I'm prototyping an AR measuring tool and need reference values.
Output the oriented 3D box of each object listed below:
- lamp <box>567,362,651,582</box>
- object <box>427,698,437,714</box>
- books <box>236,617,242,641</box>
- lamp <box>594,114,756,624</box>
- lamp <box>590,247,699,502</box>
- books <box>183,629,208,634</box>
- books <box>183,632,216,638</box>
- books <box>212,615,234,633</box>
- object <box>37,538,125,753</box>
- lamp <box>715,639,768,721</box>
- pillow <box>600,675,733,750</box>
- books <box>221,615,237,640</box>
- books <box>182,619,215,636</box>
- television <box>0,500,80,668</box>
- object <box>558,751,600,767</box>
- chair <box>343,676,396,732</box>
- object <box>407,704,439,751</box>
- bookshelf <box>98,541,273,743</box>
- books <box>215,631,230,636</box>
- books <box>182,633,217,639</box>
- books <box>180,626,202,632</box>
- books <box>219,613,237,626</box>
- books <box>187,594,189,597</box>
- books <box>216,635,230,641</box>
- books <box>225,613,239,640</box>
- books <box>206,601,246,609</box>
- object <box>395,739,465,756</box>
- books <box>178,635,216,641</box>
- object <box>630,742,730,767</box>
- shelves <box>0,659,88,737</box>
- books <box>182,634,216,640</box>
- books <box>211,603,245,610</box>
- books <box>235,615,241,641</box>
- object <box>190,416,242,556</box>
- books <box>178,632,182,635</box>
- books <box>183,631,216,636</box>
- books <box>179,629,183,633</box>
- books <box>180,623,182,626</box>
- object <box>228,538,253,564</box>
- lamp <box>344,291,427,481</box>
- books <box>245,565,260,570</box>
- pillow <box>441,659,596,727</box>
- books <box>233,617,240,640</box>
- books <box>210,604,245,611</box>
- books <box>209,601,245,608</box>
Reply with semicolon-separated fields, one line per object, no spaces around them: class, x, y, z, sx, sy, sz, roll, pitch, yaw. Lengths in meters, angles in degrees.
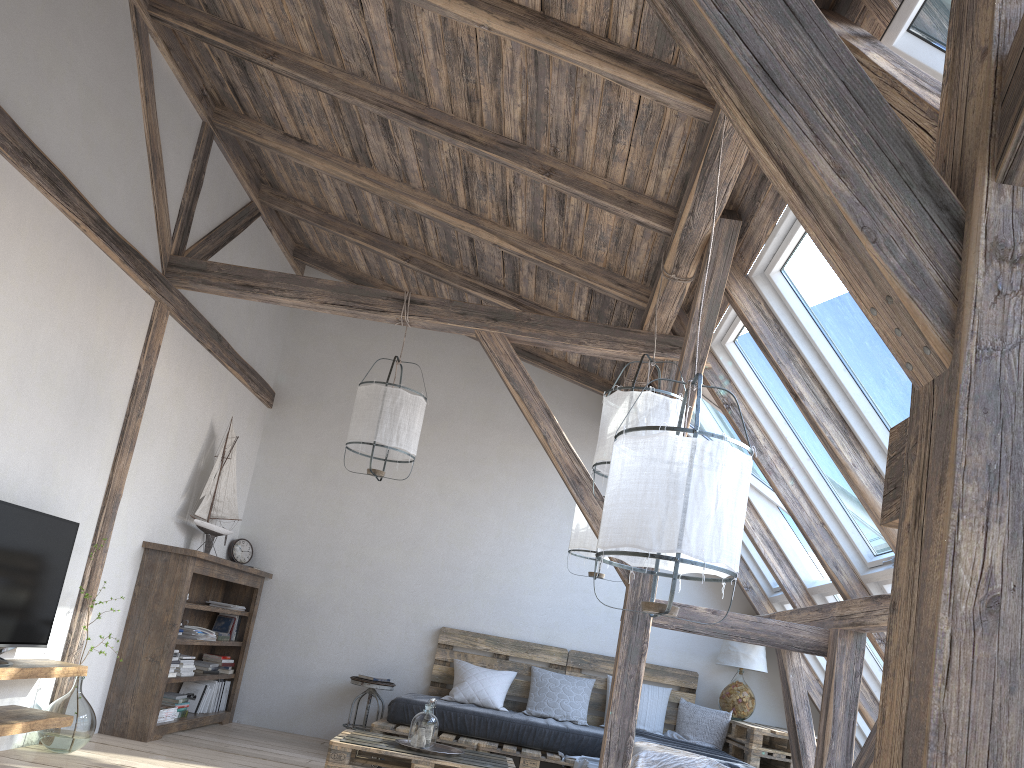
lamp;0.667;0.529;5.765;0.400;1.481;0.417;0;-15;44
object;-0.477;1.932;5.023;0.071;0.261;0.158;10;-12;4
books;-2.192;1.894;6.850;0.139;0.181;0.020;10;-10;3
lamp;0.578;-0.236;2.657;0.400;1.850;0.417;0;-15;44
lamp;0.657;-0.062;4.178;0.412;1.273;0.405;14;-11;-20
books;-2.192;1.687;6.021;0.204;0.008;0.266;7;-17;10
books;-2.188;1.704;6.015;0.204;0.008;0.266;4;-18;19
books;-2.197;1.846;6.671;0.131;0.168;0.084;10;-12;4
object;-2.261;1.400;4.761;0.276;1.093;0.525;12;-12;-9
lamp;1.596;2.607;6.739;0.391;1.253;0.839;12;-12;-10
pillow;1.146;2.454;6.575;0.964;0.389;0.398;5;-15;19
books;-2.193;1.855;6.703;0.139;0.172;0.060;10;-11;2
books;-2.161;1.689;6.074;0.223;0.086;0.266;15;-17;-16
television;-2.267;0.866;3.835;0.206;0.687;1.134;10;-15;4
object;0.592;2.573;5.674;0.508;0.270;0.724;13;-16;-11
chair;-1.092;2.479;6.607;0.353;0.508;0.363;9;-12;7
object;-0.482;1.893;4.859;0.158;0.241;0.157;17;-14;-27
bookshelf;-2.190;1.796;6.112;0.348;1.144;1.670;10;-15;4
books;-2.199;1.842;6.509;0.149;0.021;0.211;8;-17;7
books;-2.175;1.724;6.045;0.204;0.008;0.265;9;-17;5
books;-2.195;1.677;6.017;0.204;0.008;0.266;6;-17;14
books;-2.195;1.853;6.730;0.139;0.186;0.051;10;-11;2
books;-2.185;1.331;5.626;0.157;0.021;0.225;9;-17;4
books;-2.208;1.868;6.513;0.161;0.030;0.225;8;-17;6
books;-2.191;1.866;6.784;0.135;0.196;0.021;10;-10;3
books;-2.161;1.672;6.649;0.204;0.008;0.266;7;-17;10
object;-0.459;2.032;4.911;0.393;0.021;0.407;3;-18;22
books;-2.180;1.733;6.019;0.204;0.008;0.266;7;-17;11
object;0.859;2.307;4.920;0.809;0.462;1.039;1;-18;32
shelves;-2.324;1.424;3.743;0.330;0.438;1.649;9;-16;4
books;-2.179;1.728;6.029;0.204;0.008;0.266;8;-17;8
books;-2.154;1.692;6.682;0.205;0.008;0.264;12;-17;-5
books;-2.183;1.880;6.823;0.136;0.196;0.021;10;-10;3
object;-2.028;0.739;6.205;0.140;0.968;0.812;9;-13;9
books;-2.224;1.578;5.614;0.157;0.017;0.226;9;-17;3
books;-2.180;1.700;6.027;0.204;0.008;0.266;7;-17;10
books;-2.221;1.557;5.610;0.146;0.020;0.215;5;-18;18
books;-2.214;1.524;5.629;0.139;0.018;0.190;9;-17;3
object;-2.142;1.324;6.950;0.082;0.204;0.210;1;-16;38
lamp;-0.687;0.017;5.103;0.407;1.057;0.409;0;-15;44
books;-2.125;1.440;6.930;0.235;0.025;0.183;9;-17;3
pillow;0.060;2.280;6.594;1.128;0.347;0.360;9;-14;3
books;-2.193;1.879;6.802;0.139;0.181;0.020;10;-10;3
books;-2.155;1.696;6.666;0.205;0.008;0.265;11;-17;-2
books;-2.155;1.668;6.663;0.204;0.008;0.265;10;-17;0
